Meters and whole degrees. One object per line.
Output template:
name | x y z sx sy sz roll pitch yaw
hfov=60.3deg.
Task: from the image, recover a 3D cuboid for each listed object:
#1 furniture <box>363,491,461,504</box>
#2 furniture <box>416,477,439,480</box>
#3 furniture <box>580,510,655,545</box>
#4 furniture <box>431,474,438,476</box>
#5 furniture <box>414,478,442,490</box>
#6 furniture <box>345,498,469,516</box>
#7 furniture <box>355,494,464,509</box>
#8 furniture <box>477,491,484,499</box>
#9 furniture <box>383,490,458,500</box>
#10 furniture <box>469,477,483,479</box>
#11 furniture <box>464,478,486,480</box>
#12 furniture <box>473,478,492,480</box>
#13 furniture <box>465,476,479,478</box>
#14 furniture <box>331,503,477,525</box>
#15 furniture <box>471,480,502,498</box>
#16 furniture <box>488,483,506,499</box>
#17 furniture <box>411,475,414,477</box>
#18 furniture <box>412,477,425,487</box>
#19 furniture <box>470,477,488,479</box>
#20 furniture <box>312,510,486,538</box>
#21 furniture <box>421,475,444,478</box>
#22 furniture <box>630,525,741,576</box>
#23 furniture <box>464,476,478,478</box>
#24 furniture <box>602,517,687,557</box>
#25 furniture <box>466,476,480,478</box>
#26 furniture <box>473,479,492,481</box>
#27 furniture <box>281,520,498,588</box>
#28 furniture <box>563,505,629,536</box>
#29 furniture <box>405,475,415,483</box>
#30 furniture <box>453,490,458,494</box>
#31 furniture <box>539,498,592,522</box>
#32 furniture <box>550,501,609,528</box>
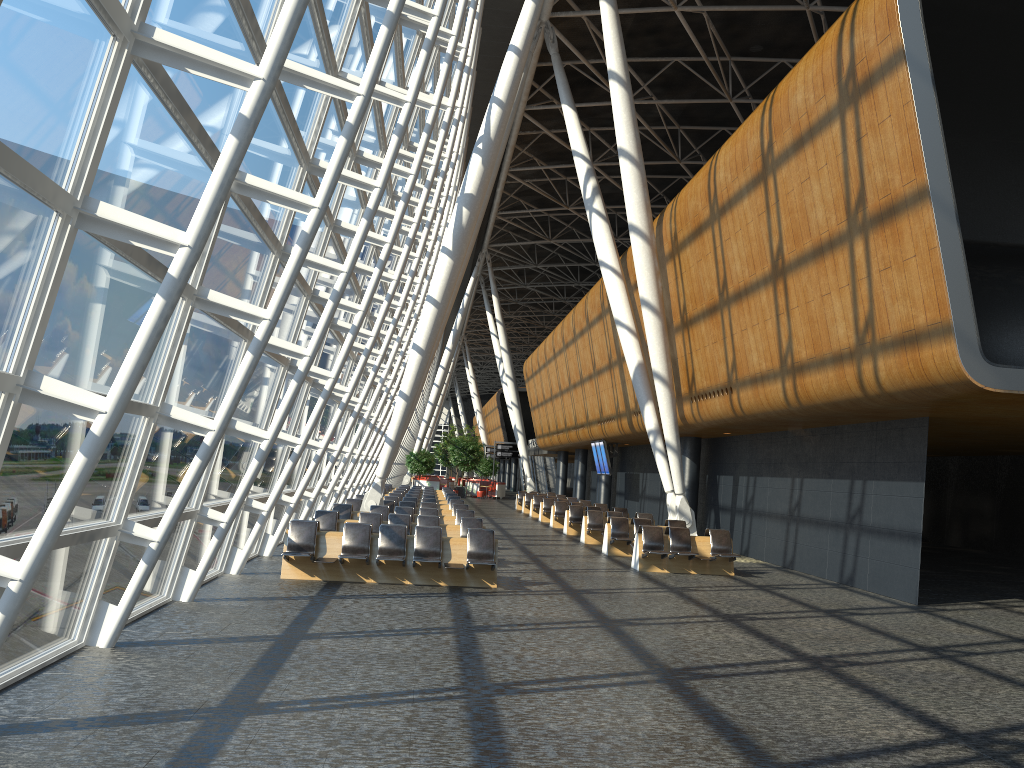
furniture | -3.256 4.005 28.610 3.252 0.868 1.664 4 -4 -5
furniture | -5.782 6.978 61.146 0.892 1.007 2.825 5 -5 -38
furniture | 2.822 3.829 23.394 1.897 0.868 1.664 4 -4 -5
furniture | -10.290 10.968 103.641 3.252 0.868 1.664 4 -4 -5
furniture | -5.082 6.286 53.685 0.892 1.007 2.825 5 -5 -38
furniture | -2.696 3.450 22.637 3.252 0.868 1.664 4 -4 -5
furniture | -2.976 3.727 25.624 3.252 0.868 1.664 4 -4 -5
furniture | -1.893 6.664 52.939 0.442 0.460 0.444 3 -2 7
furniture | -3.536 4.282 31.597 3.252 0.868 1.664 4 -4 -5
furniture | -3.652 10.238 92.452 1.897 0.868 1.664 4 -4 -5
furniture | -3.043 7.874 68.741 0.887 1.007 2.842 2 -5 37
furniture | -2.812 9.407 83.492 1.897 0.868 1.664 4 -4 -5
furniture | -4.492 11.070 101.411 1.897 0.868 1.664 4 -4 -5
furniture | -2.416 3.173 19.651 3.252 0.868 1.664 4 -4 -5
furniture | -1.664 6.861 57.622 0.892 1.007 2.825 5 -5 -38
furniture | -0.882 6.624 54.770 0.888 1.006 2.840 3 -5 7
furniture | -8.610 9.305 85.722 3.252 0.868 1.664 4 -4 -5
furniture | -5.865 6.522 56.536 0.888 1.006 2.840 3 -5 7
furniture | -3.372 9.961 89.465 1.897 0.868 1.664 4 -4 -5
furniture | -2.136 2.896 16.664 3.252 0.868 1.664 4 -4 -5
furniture | -6.475 8.079 72.766 0.887 1.007 2.842 2 -5 37
furniture | 3.382 3.275 17.421 1.897 0.868 1.664 4 -4 -5
furniture | -4.772 11.347 104.398 1.897 0.868 1.664 4 -4 -5
furniture | 3.102 3.552 20.407 1.897 0.868 1.664 4 -4 -5
furniture | -4.212 10.793 98.425 1.897 0.868 1.664 4 -4 -5
furniture | -2.364 7.553 65.083 0.892 1.007 2.825 5 -5 -38
furniture | -1.856 2.619 13.678 3.252 0.868 1.664 4 -4 -5
furniture | 2.542 4.107 26.380 1.897 0.868 1.664 4 -4 -5
furniture | -7.770 8.473 76.763 3.252 0.868 1.664 4 -4 -5
furniture | -3.416 6.523 52.360 0.442 0.460 0.445 1 -3 37
furniture | 1.982 4.661 32.353 1.897 0.868 1.664 4 -4 -5
furniture | 2.262 4.384 29.367 1.897 0.868 1.664 4 -4 -5
